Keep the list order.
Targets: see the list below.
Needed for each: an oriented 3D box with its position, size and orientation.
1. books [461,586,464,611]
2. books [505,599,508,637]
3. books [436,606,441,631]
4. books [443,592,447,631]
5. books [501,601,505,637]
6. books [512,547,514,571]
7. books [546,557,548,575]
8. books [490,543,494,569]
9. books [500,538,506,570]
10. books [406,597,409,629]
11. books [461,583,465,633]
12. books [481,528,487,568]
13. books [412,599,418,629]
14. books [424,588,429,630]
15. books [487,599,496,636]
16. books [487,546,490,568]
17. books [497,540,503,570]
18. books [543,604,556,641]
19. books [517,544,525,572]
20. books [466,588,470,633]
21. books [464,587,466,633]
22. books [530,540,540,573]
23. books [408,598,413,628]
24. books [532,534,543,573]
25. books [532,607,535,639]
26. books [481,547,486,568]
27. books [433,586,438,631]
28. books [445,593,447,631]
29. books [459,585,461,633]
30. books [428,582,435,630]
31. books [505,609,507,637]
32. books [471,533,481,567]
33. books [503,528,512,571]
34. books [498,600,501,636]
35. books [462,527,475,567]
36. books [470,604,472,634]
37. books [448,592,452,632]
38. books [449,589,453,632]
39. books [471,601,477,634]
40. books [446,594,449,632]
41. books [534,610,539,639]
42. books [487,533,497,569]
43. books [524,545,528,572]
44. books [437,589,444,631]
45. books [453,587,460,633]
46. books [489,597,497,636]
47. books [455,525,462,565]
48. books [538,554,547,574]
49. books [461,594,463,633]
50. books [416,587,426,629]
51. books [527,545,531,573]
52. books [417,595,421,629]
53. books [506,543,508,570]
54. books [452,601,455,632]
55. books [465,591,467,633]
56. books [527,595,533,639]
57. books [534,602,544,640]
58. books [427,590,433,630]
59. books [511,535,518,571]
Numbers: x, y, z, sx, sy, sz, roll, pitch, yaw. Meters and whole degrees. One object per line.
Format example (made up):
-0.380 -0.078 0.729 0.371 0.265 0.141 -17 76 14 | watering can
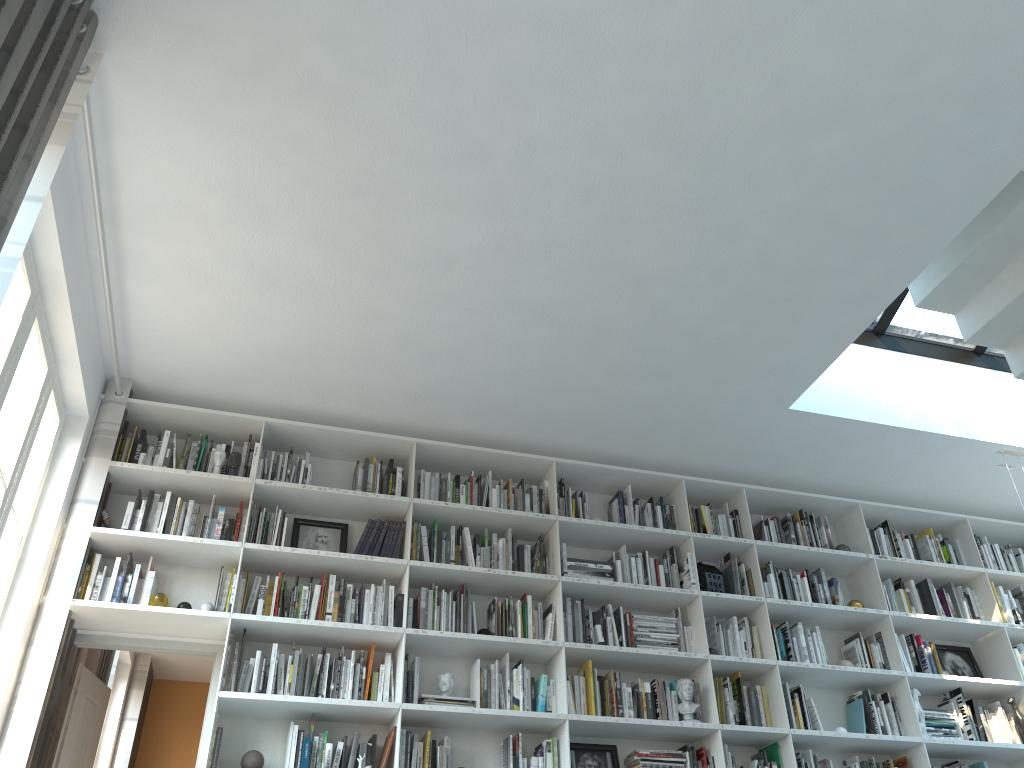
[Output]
-0.283 1.265 4.776 0.005 0.314 0.158 9 -36 -14 | books
-0.046 1.323 4.823 0.009 0.265 0.150 9 -36 -14 | books
-0.410 1.293 4.700 0.029 0.185 0.150 9 -36 -14 | books
-0.377 1.258 4.708 0.012 0.250 0.185 9 -36 -14 | books
-0.064 1.313 4.783 0.005 0.235 0.179 9 -36 -14 | books
-0.021 1.052 5.024 0.024 0.212 0.151 9 -36 -14 | books
0.185 1.100 5.082 0.019 0.193 0.098 9 -36 -14 | books
-0.128 1.028 4.983 0.010 0.207 0.174 9 -36 -14 | books
-0.067 1.021 5.020 0.028 0.259 0.136 9 -36 -14 | books
-0.569 1.253 4.658 0.015 0.206 0.187 9 -36 -14 | books
-0.277 1.258 4.779 0.005 0.329 0.162 9 -36 -14 | books
-0.163 0.982 5.004 0.012 0.306 0.146 9 -36 -14 | books
-0.529 1.269 4.692 0.024 0.218 0.141 9 -36 -14 | books
-0.470 1.241 4.703 0.012 0.274 0.158 9 -36 -14 | books
-0.110 1.316 4.801 0.005 0.252 0.161 9 -36 -14 | books
-0.152 1.038 5.001 0.024 0.211 0.128 9 -36 -14 | books
-0.086 1.021 4.990 0.021 0.225 0.192 9 -36 -14 | books
0.183 1.349 4.839 0.064 0.235 0.210 9 -36 -14 | books
0.031 1.047 5.023 0.030 0.216 0.183 9 -36 -14 | books
-0.254 1.266 4.753 0.011 0.285 0.190 9 -36 -14 | books
-0.272 1.268 4.772 0.005 0.304 0.163 9 -36 -14 | books
0.115 1.042 5.057 0.055 0.262 0.167 9 -36 -14 | books
-0.555 1.263 4.688 0.029 0.223 0.137 9 -36 -14 | books
0.130 1.028 5.072 0.058 0.301 0.176 9 -36 -14 | books
0.095 1.357 4.841 0.011 0.228 0.166 9 -36 -14 | books
-0.181 1.031 4.963 0.028 0.179 0.169 9 -36 -14 | books
-0.424 1.241 4.710 0.010 0.282 0.185 9 -36 -14 | books
-0.373 1.269 4.732 0.010 0.260 0.170 9 -36 -14 | books
-0.295 1.258 4.769 0.004 0.319 0.154 9 -36 -14 | books
-0.440 1.238 4.734 0.011 0.315 0.155 9 -36 -14 | books
-0.053 1.343 4.795 0.011 0.199 0.163 9 -36 -14 | books
-0.210 0.996 4.986 0.027 0.263 0.169 9 -36 -14 | books
-0.033 0.996 5.032 0.011 0.311 0.184 9 -36 -14 | books
-0.084 1.314 4.787 0.005 0.239 0.174 9 -36 -14 | books
-0.255 0.972 4.967 0.075 0.284 0.179 9 -36 -14 | books
-0.242 1.313 4.760 0.012 0.216 0.152 9 -36 -14 | books
-0.349 1.263 4.724 0.009 0.259 0.181 9 -36 -14 | books
-0.341 1.260 4.736 0.011 0.277 0.170 9 -36 -14 | books
-0.216 1.305 4.762 0.031 0.231 0.148 9 -36 -14 | books
-0.363 1.273 4.732 0.011 0.254 0.153 9 -36 -14 | books
0.111 1.365 4.842 0.024 0.215 0.142 9 -36 -14 | books
-0.115 1.006 5.020 0.026 0.285 0.138 9 -36 -14 | books
0.054 1.051 5.034 0.022 0.221 0.162 9 -36 -14 | books
-0.386 1.251 4.707 0.009 0.261 0.190 9 -36 -14 | books
-0.309 1.259 4.746 0.011 0.290 0.177 9 -36 -14 | books
-0.104 1.313 4.815 0.012 0.274 0.130 9 -36 -14 | books
-0.304 0.967 4.985 0.013 0.313 0.136 9 -36 -14 | books
0.165 1.086 5.076 0.028 0.210 0.135 9 -36 -14 | books
-0.286 1.279 4.748 0.010 0.260 0.159 9 -36 -14 | books
-0.489 1.239 4.702 0.026 0.278 0.151 9 -36 -14 | books
0.072 1.057 5.055 0.025 0.235 0.153 9 -36 -14 | books
-0.508 1.256 4.692 0.012 0.238 0.135 9 -36 -14 | books
-0.047 1.034 5.014 0.013 0.229 0.142 9 -36 -14 | books
-0.328 1.287 4.713 0.011 0.208 0.182 9 -36 -14 | books
-0.266 1.276 4.765 0.004 0.282 0.167 9 -36 -14 | books
0.072 1.324 4.842 0.022 0.283 0.191 9 -36 -14 | books
0.136 1.346 4.852 0.022 0.255 0.156 9 -36 -14 | books
-0.453 1.250 4.704 0.024 0.261 0.178 9 -36 -14 | books
0.000 1.025 5.054 0.022 0.289 0.147 9 -36 -14 | books
